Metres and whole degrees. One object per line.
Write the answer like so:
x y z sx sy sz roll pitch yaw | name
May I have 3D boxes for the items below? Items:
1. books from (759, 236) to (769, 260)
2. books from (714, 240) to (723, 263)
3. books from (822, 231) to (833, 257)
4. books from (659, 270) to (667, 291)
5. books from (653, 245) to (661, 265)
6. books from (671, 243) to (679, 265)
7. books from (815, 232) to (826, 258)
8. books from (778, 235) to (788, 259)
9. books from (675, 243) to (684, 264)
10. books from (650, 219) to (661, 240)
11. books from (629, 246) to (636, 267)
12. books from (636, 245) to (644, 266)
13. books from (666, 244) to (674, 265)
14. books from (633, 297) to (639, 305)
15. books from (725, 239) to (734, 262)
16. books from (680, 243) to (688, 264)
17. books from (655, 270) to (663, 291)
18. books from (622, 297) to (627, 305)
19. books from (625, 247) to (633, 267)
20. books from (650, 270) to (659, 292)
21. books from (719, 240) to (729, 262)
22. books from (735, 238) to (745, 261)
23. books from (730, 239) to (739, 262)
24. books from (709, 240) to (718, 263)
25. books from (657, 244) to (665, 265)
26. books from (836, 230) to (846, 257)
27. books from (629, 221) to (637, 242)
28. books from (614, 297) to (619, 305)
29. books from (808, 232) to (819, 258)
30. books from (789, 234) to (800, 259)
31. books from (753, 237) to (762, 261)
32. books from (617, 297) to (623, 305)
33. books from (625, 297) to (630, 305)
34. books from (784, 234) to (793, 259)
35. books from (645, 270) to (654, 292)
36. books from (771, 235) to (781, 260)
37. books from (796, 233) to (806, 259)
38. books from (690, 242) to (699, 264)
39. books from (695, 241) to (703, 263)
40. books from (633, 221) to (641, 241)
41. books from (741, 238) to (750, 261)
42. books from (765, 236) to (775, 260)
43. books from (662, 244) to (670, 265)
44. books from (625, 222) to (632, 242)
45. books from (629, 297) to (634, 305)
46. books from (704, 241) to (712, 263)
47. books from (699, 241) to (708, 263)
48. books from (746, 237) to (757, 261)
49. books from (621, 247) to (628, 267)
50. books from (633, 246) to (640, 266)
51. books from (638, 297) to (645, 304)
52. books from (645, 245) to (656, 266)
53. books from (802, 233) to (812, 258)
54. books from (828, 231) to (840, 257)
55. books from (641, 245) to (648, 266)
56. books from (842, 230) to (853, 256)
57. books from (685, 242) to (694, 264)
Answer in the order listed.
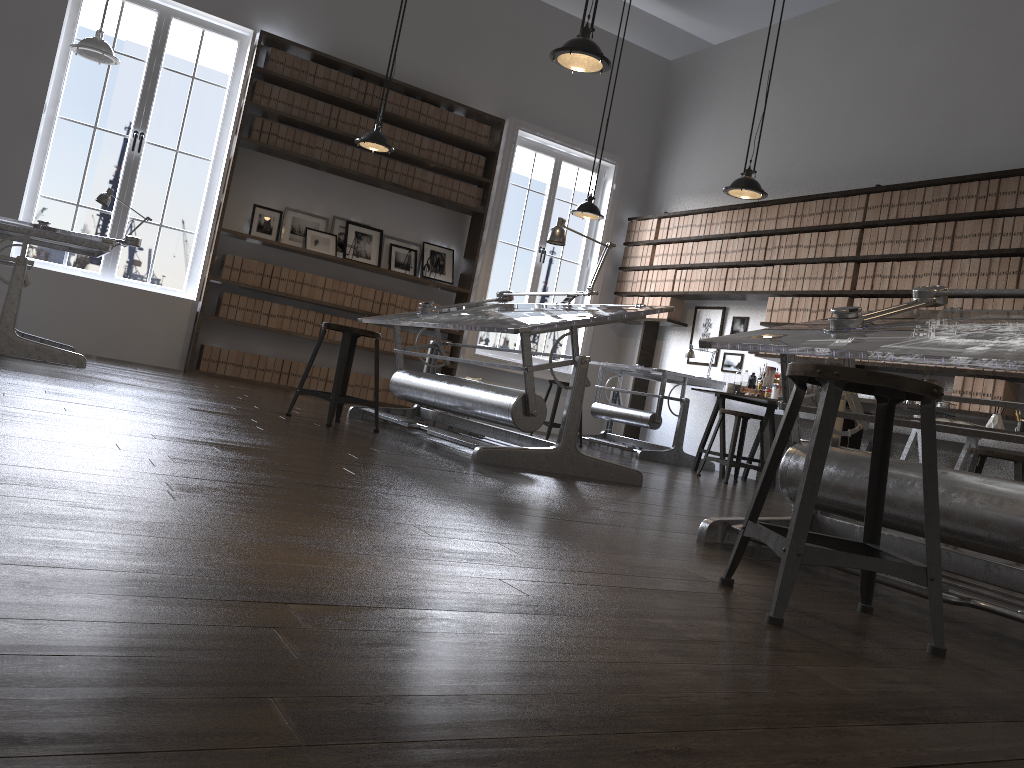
2.277 -1.173 7.818 0.174 0.226 0.067 12 -4 -30 | books
1.997 -1.222 8.312 0.174 0.226 0.067 12 -4 -30 | books
2.627 -1.112 7.215 0.173 0.226 0.067 12 -4 -30 | books
1.588 -1.020 8.934 0.174 0.226 0.067 12 -4 -30 | books
1.552 -1.299 9.099 0.173 0.226 0.067 12 -4 -30 | books
1.690 -1.275 8.863 0.174 0.226 0.067 12 -4 -30 | books
2.591 -1.118 7.275 0.174 0.226 0.067 12 -4 -30 | books
2.389 -1.153 7.632 0.173 0.226 0.067 12 -4 -30 | books
1.722 -1.270 8.796 0.174 0.226 0.067 12 -4 -30 | books
1.543 -1.588 9.227 0.174 0.226 0.067 12 -4 -30 | books
1.355 -1.339 9.449 0.174 0.226 0.067 12 -4 -30 | books
1.416 -1.329 9.335 0.174 0.226 0.067 12 -4 -30 | books
1.656 -1.281 8.919 0.174 0.226 0.067 12 -4 -30 | books
1.343 -0.782 9.246 0.174 0.226 0.067 12 -4 -30 | books
2.071 -1.208 8.193 0.173 0.226 0.067 12 -4 -30 | books
1.764 -1.262 8.733 0.174 0.226 0.067 12 -4 -30 | books
1.556 -1.026 8.996 0.173 0.226 0.067 12 -4 -30 | books
1.250 -0.798 9.424 0.174 0.226 0.067 12 -4 -30 | books
1.317 -1.346 9.511 0.174 0.226 0.067 12 -4 -30 | books
1.518 -1.033 9.054 0.173 0.226 0.067 12 -4 -30 | books
2.035 -1.215 8.252 0.174 0.226 0.067 12 -4 -30 | books
2.135 -1.197 8.066 0.174 0.226 0.067 12 -4 -30 | books
2.103 -1.203 8.130 0.173 0.226 0.067 12 -4 -30 | books
1.963 -1.227 8.375 0.174 0.226 0.067 12 -4 -30 | books
1.585 -1.293 9.034 0.174 0.226 0.067 12 -4 -30 | books
2.692 -1.100 7.095 0.174 0.226 0.067 12 -4 -30 | books
1.365 -1.619 9.534 0.174 0.226 0.067 12 -4 -30 | books
1.176 -0.811 9.553 0.174 0.226 0.067 12 -4 -30 | books
2.553 -1.125 7.334 0.174 0.226 0.067 12 -4 -30 | books
2.452 -1.142 7.509 0.174 0.226 0.067 12 -4 -30 | books
2.245 -1.178 7.885 0.174 0.226 0.067 12 -4 -30 | books
1.209 -0.805 9.485 0.174 0.226 0.067 12 -4 -30 | books
1.280 -0.793 9.366 0.174 0.226 0.067 12 -4 -30 | books
2.424 -1.147 7.570 0.174 0.226 0.067 12 -4 -30 | books
1.479 -1.040 9.116 0.174 0.226 0.067 12 -4 -30 | books
2.350 -1.160 7.692 0.173 0.226 0.067 12 -4 -30 | books
2.489 -1.136 7.453 0.174 0.226 0.067 12 -4 -30 | books
1.833 -1.250 8.610 0.173 0.226 0.067 12 -4 -30 | books
1.868 -1.244 8.548 0.174 0.226 0.067 12 -4 -30 | books
1.403 -1.613 9.473 0.173 0.226 0.067 12 -4 -30 | books
2.171 -1.191 8.003 0.174 0.226 0.067 12 -4 -30 | books
2.319 -1.165 7.756 0.174 0.226 0.067 12 -4 -30 | books
1.621 -1.287 8.971 0.174 0.226 0.067 12 -4 -30 | books
1.329 -1.626 9.597 0.174 0.226 0.067 12 -4 -30 | books
1.307 -0.788 9.308 0.174 0.226 0.067 12 -4 -30 | books
1.934 -1.233 8.431 0.174 0.226 0.067 12 -4 -30 | books
1.897 -1.239 8.487 0.174 0.226 0.067 12 -4 -30 | books
2.206 -1.185 7.950 0.174 0.226 0.067 12 -4 -30 | books
1.286 -1.351 9.574 0.174 0.226 0.067 12 -4 -30 | books
1.387 -1.334 9.396 0.174 0.226 0.067 12 -4 -30 | books
1.382 -0.775 9.184 0.173 0.226 0.067 12 -4 -30 | books
1.489 -1.316 9.218 0.173 0.226 0.067 12 -4 -30 | books
2.518 -1.130 7.398 0.174 0.226 0.067 12 -4 -30 | books
2.655 -1.107 7.151 0.174 0.226 0.067 12 -4 -30 | books
1.454 -1.322 9.280 0.174 0.226 0.067 12 -4 -30 | books
2.722 -1.095 7.040 0.174 0.226 0.067 12 -4 -30 | books
1.795 -1.257 8.669 0.173 0.226 0.067 12 -4 -30 | books
